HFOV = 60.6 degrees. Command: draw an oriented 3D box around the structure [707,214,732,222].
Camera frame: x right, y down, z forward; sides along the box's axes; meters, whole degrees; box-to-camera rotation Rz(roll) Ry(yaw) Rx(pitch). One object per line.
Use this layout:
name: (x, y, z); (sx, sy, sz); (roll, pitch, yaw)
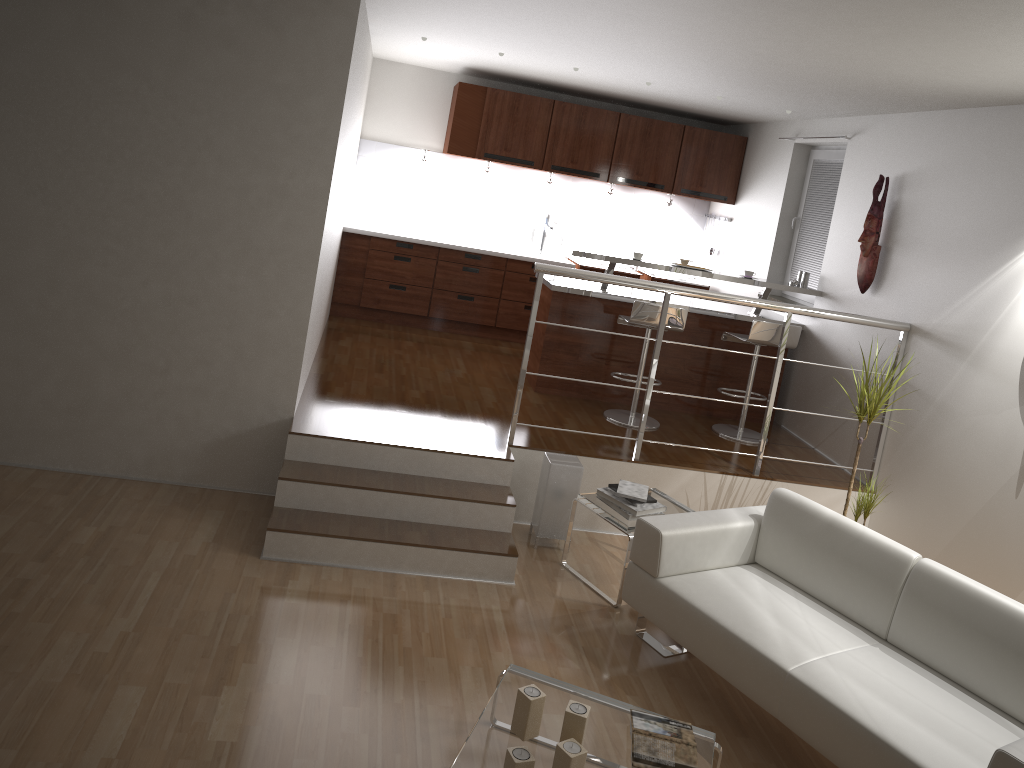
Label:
structure: (1.984, -1.604, 8.442); (0.048, 0.033, 0.614); (8, 13, -10)

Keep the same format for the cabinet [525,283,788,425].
cabinet: (1.082, -0.263, 6.723); (1.840, 0.739, 0.649); (8, 9, -9)

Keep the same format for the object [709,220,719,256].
object: (1.951, -1.401, 8.369); (0.043, 0.359, 0.092); (9, 5, -11)

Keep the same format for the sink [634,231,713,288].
sink: (1.535, -1.153, 8.445); (0.669, 0.569, 0.616); (9, 9, -10)

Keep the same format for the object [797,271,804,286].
object: (2.146, -0.784, 6.508); (0.052, 0.107, 0.054); (7, 7, -26)

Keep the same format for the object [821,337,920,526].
object: (1.821, 0.463, 4.653); (0.503, 1.450, 0.446); (11, 5, 3)

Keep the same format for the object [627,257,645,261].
object: (0.873, -0.884, 6.192); (0.129, 0.008, 0.144); (8, 13, -7)

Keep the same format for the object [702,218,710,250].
object: (1.904, -1.458, 8.596); (0.008, 0.371, 0.034); (9, 5, -10)

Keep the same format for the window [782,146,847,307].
window: (2.411, -1.229, 6.823); (0.141, 1.246, 0.863); (9, 8, -10)

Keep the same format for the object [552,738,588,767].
object: (0.162, 1.101, 2.513); (0.066, 0.149, 0.069); (5, 8, -40)

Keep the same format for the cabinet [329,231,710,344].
cabinet: (0.119, -0.831, 8.259); (3.487, 0.787, 0.697); (8, 9, -9)

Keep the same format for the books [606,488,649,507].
books: (0.611, 0.571, 4.463); (0.151, 0.014, 0.222); (-1, 17, -39)

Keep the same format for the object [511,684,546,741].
object: (0.053, 1.025, 2.749); (0.066, 0.148, 0.069); (5, 8, -40)

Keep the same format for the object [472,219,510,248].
object: (-0.203, -1.448, 8.372); (0.368, 0.237, 0.159); (8, 8, -9)

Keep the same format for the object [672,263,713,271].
object: (1.308, -0.848, 6.357); (0.308, 0.010, 0.224); (8, 13, -7)

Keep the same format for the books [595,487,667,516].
books: (0.607, 0.591, 4.465); (0.226, 0.026, 0.295); (-1, 17, -39)

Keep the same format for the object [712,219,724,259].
object: (1.946, -1.364, 8.245); (0.024, 0.376, 0.073); (9, 5, -10)

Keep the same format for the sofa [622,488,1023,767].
sofa: (1.358, 1.050, 3.417); (0.900, 0.725, 1.834); (3, 14, -34)

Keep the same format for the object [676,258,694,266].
object: (1.253, -0.876, 6.337); (0.139, 0.041, 0.133); (8, 13, -8)

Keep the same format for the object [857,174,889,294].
object: (2.364, -0.974, 5.720); (0.154, 0.777, 0.150); (14, 6, 35)

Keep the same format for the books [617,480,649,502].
books: (0.616, 0.543, 4.461); (0.152, 0.014, 0.220); (12, 14, 9)

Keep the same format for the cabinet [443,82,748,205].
cabinet: (0.763, -2.238, 8.215); (2.706, 0.626, 0.667); (8, 10, -9)

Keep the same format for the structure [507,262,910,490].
structure: (1.172, -0.018, 5.146); (2.313, 1.036, 0.058); (8, 5, -9)

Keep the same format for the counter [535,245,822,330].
counter: (1.294, -0.746, 6.626); (2.093, 0.313, 0.862); (8, 13, -9)

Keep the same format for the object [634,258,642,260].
object: (0.884, -0.885, 6.194); (0.077, 0.002, 0.079); (-3, 19, -44)

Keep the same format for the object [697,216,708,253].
object: (1.881, -1.476, 8.662); (0.033, 0.376, 0.066); (9, 5, -10)

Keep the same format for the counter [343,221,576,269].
counter: (-0.496, -1.295, 8.119); (2.093, 0.039, 0.699); (8, 14, -9)

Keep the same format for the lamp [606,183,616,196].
lamp: (0.913, -1.798, 8.103); (0.081, 0.122, 0.080); (14, 8, 29)

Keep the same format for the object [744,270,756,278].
object: (1.724, -0.796, 6.361); (0.080, 0.045, 0.067); (16, 12, 27)

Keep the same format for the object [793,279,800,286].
object: (2.098, -0.750, 6.464); (0.052, 0.044, 0.051); (18, 12, 37)

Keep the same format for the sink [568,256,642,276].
sink: (0.863, -1.059, 8.357); (0.598, 0.196, 0.617); (8, 13, -10)

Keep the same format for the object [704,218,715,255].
object: (1.915, -1.428, 8.477); (0.020, 0.372, 0.109); (9, 5, -10)

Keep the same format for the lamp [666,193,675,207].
lamp: (1.478, -1.719, 8.194); (0.081, 0.122, 0.080); (14, 8, 29)

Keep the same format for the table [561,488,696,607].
table: (0.640, 0.824, 4.540); (0.547, 0.393, 0.477); (3, 12, -34)

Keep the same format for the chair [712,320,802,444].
chair: (1.669, -0.051, 6.077); (0.385, 0.834, 0.435); (9, 7, -14)

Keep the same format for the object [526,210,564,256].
object: (0.340, -1.441, 8.404); (0.328, 0.399, 0.167); (9, 6, -9)

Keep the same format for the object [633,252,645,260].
object: (0.893, -0.902, 6.188); (0.081, 0.045, 0.067); (18, 13, 34)

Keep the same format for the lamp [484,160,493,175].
lamp: (-0.217, -1.956, 7.920); (0.081, 0.122, 0.080); (14, 8, 29)

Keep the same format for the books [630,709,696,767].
books: (0.478, 1.142, 2.774); (0.204, 0.055, 0.298); (11, 13, 5)

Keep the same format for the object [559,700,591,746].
object: (0.184, 1.054, 2.629); (0.068, 0.193, 0.067); (12, 6, 15)

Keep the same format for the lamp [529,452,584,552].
lamp: (0.244, 0.646, 4.818); (0.191, 0.473, 0.203); (9, 6, -10)

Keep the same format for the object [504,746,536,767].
object: (0.023, 1.104, 2.560); (0.067, 0.073, 0.069); (6, 10, -25)

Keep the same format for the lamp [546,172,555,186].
lamp: (0.348, -1.877, 8.011); (0.081, 0.122, 0.080); (14, 8, 29)

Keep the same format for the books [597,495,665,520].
books: (0.602, 0.617, 4.467); (0.225, 0.026, 0.296); (3, 15, -29)

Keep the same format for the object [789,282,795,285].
object: (2.080, -0.744, 6.484); (0.050, 0.019, 0.052); (9, 12, -7)

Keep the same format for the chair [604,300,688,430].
chair: (0.894, -0.159, 5.952); (0.387, 0.834, 0.434); (10, 7, -6)

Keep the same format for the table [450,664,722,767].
table: (0.218, 1.268, 2.707); (0.801, 0.245, 0.711); (14, 13, 15)

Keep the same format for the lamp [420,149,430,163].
lamp: (-0.782, -2.035, 7.829); (0.081, 0.122, 0.080); (14, 8, 29)

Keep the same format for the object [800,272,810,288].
object: (2.161, -0.769, 6.452); (0.052, 0.110, 0.054); (7, 7, -26)

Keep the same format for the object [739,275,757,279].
object: (1.708, -0.775, 6.359); (0.129, 0.008, 0.144); (2, 15, -30)
